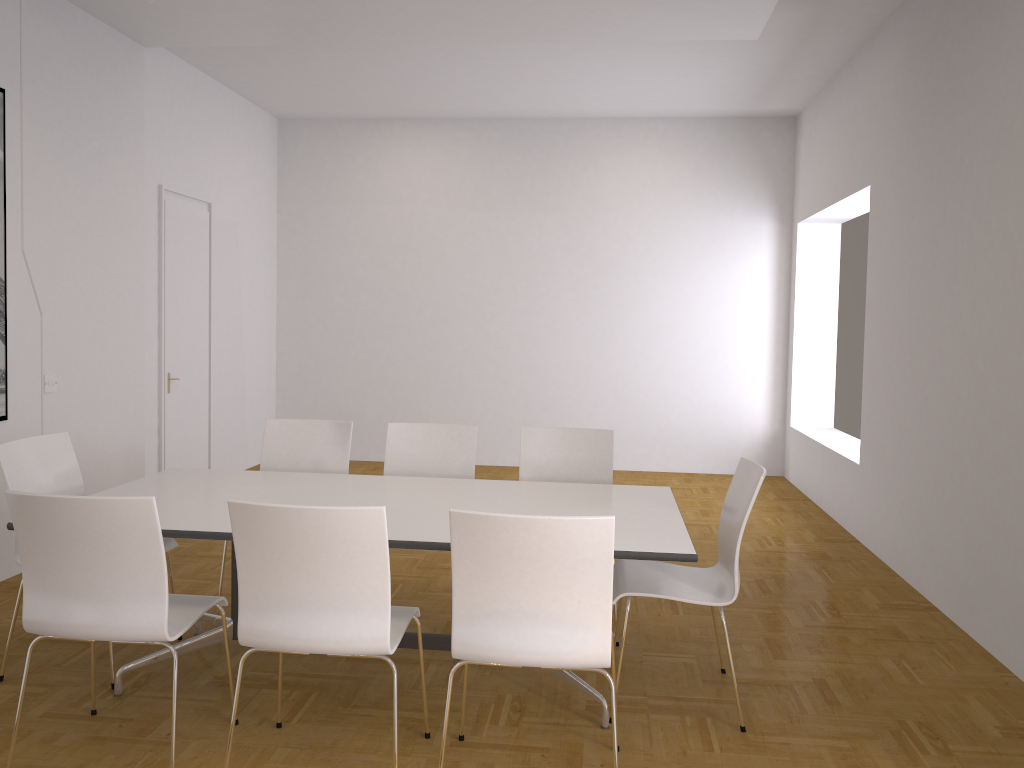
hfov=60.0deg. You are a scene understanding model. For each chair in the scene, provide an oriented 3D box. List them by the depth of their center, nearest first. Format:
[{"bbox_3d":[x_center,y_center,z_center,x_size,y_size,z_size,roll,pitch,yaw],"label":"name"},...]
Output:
[{"bbox_3d":[0.072,0.813,2.781,0.561,0.930,0.576,1,3,6],"label":"chair"},{"bbox_3d":[-0.585,0.795,2.849,0.561,0.930,0.576,1,3,6],"label":"chair"},{"bbox_3d":[-1.282,0.776,2.922,0.561,0.930,0.576,1,3,6],"label":"chair"},{"bbox_3d":[0.680,0.776,3.483,0.575,0.930,0.561,1,3,6],"label":"chair"},{"bbox_3d":[-1.793,0.701,3.740,0.575,0.930,0.561,1,3,6],"label":"chair"},{"bbox_3d":[0.248,0.708,4.326,0.561,0.930,0.576,1,3,6],"label":"chair"},{"bbox_3d":[-0.449,0.689,4.399,0.561,0.930,0.576,1,3,6],"label":"chair"},{"bbox_3d":[-1.106,0.671,4.468,0.561,0.930,0.576,1,3,6],"label":"chair"}]

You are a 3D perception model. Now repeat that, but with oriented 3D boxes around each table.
[{"bbox_3d":[-0.535,0.842,3.632,2.411,0.721,1.212,2,4,6],"label":"table"}]

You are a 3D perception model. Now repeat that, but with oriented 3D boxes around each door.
[{"bbox_3d":[-2.658,-0.319,7.224,0.132,2.450,0.872,1,3,6],"label":"door"}]

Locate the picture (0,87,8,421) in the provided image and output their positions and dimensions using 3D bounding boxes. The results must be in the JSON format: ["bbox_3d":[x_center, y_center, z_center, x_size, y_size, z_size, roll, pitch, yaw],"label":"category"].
[{"bbox_3d":[-2.771,-0.665,4.402,0.016,1.778,0.787,1,3,6],"label":"picture"}]

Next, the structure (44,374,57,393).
[{"bbox_3d":[-2.711,-0.004,5.211,0.013,0.104,0.114,1,3,6],"label":"structure"}]

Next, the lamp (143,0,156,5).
[{"bbox_3d":[-1.765,-2.015,4.267,0.167,0.364,0.174,-2,4,-41],"label":"lamp"}]
